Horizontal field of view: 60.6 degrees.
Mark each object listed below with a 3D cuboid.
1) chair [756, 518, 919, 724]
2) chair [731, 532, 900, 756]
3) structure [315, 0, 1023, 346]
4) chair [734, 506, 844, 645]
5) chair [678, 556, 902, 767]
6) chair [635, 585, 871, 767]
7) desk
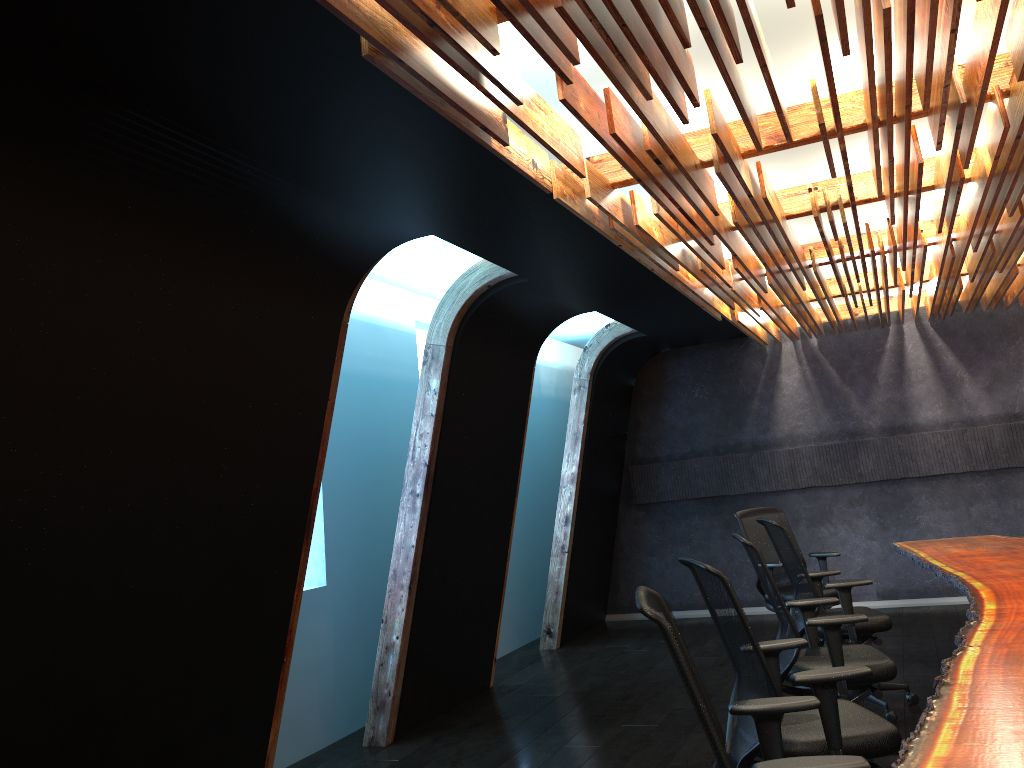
[{"bbox_3d":[2.155,1.481,5.797,0.796,1.271,0.792,-6,-13,2],"label":"chair"},{"bbox_3d":[1.664,1.380,4.586,0.794,1.271,0.793,-7,-13,7],"label":"chair"},{"bbox_3d":[2.790,0.118,4.007,4.484,3.068,11.301,-10,-9,23],"label":"structure"},{"bbox_3d":[2.381,1.634,7.205,0.816,1.271,0.772,2,-15,-32],"label":"chair"},{"bbox_3d":[1.184,1.294,3.500,0.797,1.271,0.791,-5,-13,-3],"label":"chair"},{"bbox_3d":[0.837,1.209,2.532,0.794,1.271,0.793,-7,-13,7],"label":"chair"},{"bbox_3d":[2.945,1.402,4.190,2.016,0.838,6.561,-10,-8,23],"label":"desk"}]
